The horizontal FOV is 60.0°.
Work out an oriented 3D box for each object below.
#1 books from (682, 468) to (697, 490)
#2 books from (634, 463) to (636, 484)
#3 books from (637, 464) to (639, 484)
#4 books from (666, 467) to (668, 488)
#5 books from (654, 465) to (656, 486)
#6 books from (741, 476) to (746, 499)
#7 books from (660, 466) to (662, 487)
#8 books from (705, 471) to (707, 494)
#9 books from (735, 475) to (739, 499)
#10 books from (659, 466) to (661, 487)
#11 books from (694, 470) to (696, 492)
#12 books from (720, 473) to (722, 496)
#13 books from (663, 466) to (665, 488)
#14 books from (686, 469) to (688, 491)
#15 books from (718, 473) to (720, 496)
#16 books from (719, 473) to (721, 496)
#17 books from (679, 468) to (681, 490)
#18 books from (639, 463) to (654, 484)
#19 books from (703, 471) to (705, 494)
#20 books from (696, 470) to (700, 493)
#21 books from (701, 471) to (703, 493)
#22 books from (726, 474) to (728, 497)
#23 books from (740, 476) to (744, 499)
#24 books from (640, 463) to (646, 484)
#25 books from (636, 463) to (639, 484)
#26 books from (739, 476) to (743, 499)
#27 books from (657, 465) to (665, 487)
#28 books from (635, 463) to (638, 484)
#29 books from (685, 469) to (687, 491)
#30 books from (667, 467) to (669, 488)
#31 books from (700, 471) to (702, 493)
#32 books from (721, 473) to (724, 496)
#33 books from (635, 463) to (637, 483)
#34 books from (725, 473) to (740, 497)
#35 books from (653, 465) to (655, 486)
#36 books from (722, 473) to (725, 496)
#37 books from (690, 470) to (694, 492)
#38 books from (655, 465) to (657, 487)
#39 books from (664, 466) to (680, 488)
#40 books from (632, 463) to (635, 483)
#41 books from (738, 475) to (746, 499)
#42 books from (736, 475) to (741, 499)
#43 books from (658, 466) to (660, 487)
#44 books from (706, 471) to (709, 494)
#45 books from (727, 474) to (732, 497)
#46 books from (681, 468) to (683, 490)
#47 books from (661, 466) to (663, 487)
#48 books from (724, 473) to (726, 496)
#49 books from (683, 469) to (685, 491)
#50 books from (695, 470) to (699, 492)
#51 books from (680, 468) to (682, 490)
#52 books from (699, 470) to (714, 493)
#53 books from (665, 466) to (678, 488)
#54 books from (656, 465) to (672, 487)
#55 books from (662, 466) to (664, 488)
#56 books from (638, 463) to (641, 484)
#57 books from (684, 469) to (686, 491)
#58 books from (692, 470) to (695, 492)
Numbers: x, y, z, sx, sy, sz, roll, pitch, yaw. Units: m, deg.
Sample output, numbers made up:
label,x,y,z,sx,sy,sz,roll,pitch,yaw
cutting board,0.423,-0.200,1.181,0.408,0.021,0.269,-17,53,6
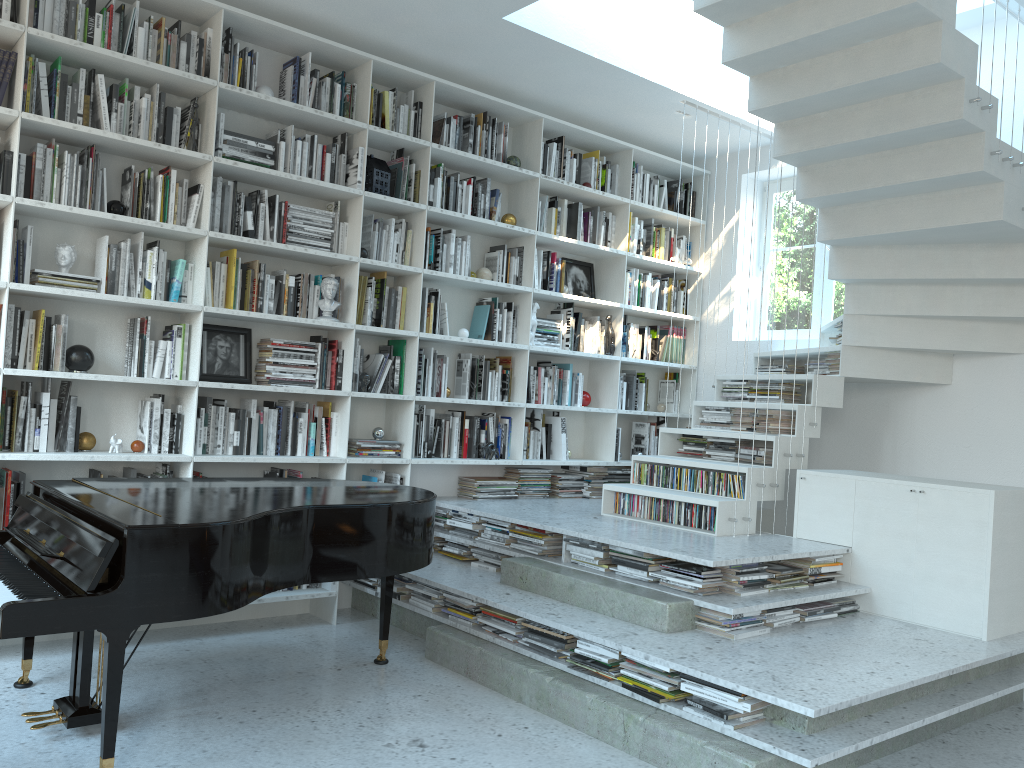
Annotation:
label,x,y,z,sx,sy,sz,roll,pitch,yaw
books,1.017,0.545,5.069,0.125,0.125,0.010,5,-1,-39
books,0.783,0.538,5.355,0.125,0.125,0.008,5,-1,-39
books,0.802,0.539,5.332,0.125,0.125,0.008,5,-1,-39
books,0.943,0.543,5.160,0.125,0.125,0.008,5,-1,-39
books,0.884,0.541,5.231,0.125,0.125,0.007,5,-1,-39
books,1.277,0.555,4.752,0.125,0.123,0.033,5,-1,-39
books,0.914,0.542,5.195,0.125,0.125,0.008,5,-1,-39
books,1.117,0.549,4.947,0.125,0.125,0.018,5,-1,-39
books,1.252,0.554,4.782,0.125,0.123,0.035,5,-1,-39
books,0.909,0.542,5.201,0.125,0.125,0.008,5,-1,-39
books,1.071,0.547,5.003,0.125,0.125,0.011,5,-1,-39
books,1.185,0.551,4.864,0.125,0.125,0.010,5,-1,-39
books,0.929,0.543,5.177,0.125,0.125,0.007,5,-1,-39
books,1.038,0.546,5.044,0.125,0.125,0.008,5,-1,-39
books,1.176,0.550,4.876,0.125,0.125,0.008,5,-1,-39
books,1.180,0.550,4.870,0.125,0.125,0.010,5,-1,-39
books,1.003,0.545,5.087,0.125,0.125,0.007,5,-1,-39
books,0.812,0.539,5.320,0.125,0.125,0.007,5,-1,-39
books,1.111,0.548,4.955,0.125,0.125,0.012,5,-1,-39
books,1.084,0.548,4.987,0.125,0.125,0.016,5,-1,-39
books,1.104,0.548,4.963,0.125,0.125,0.007,5,-1,-39
books,1.210,0.551,4.834,0.125,0.125,0.008,5,-1,-39
books,1.272,0.555,4.758,0.125,0.123,0.036,5,-1,-39
books,0.816,0.539,5.314,0.125,0.125,0.008,5,-1,-39
books,0.798,0.539,5.337,0.125,0.125,0.007,5,-1,-39
books,1.267,0.555,4.764,0.125,0.123,0.034,5,-1,-39
books,0.900,0.542,5.212,0.125,0.125,0.007,5,-1,-39
books,0.793,0.539,5.343,0.125,0.125,0.008,5,-1,-39
books,1.033,0.546,5.050,0.125,0.125,0.008,5,-1,-39
books,0.947,0.543,5.154,0.125,0.125,0.008,5,-1,-39
books,1.099,0.548,4.969,0.125,0.125,0.009,5,-1,-39
books,1.191,0.551,4.857,0.125,0.125,0.008,5,-1,-39
books,0.788,0.538,5.349,0.125,0.125,0.009,5,-1,-39
books,1.205,0.551,4.840,0.125,0.125,0.007,5,-1,-39
books,0.879,0.541,5.238,0.125,0.125,0.010,5,-1,-39
books,1.195,0.551,4.851,0.125,0.125,0.008,5,-1,-39
books,1.059,0.547,5.018,0.125,0.125,0.013,5,-1,-39
books,0.890,0.542,5.225,0.125,0.125,0.009,5,-1,-39
books,0.934,0.543,5.171,0.125,0.125,0.007,5,-1,-39
books,0.778,0.538,5.361,0.125,0.125,0.008,5,-1,-39
books,1.262,0.554,4.770,0.125,0.123,0.035,5,-1,-39
books,1.257,0.554,4.776,0.125,0.123,0.036,5,-1,-39
books,0.904,0.542,5.207,0.125,0.125,0.008,5,-1,-39
books,1.126,0.549,4.936,0.125,0.125,0.009,5,-1,-39
books,1.216,0.551,4.826,0.125,0.125,0.011,5,-1,-39
books,1.012,0.545,5.075,0.125,0.125,0.007,5,-1,-39
books,0.919,0.542,5.189,0.125,0.125,0.008,5,-1,-39
books,1.200,0.551,4.846,0.125,0.125,0.008,5,-1,-39
books,1.023,0.546,5.061,0.125,0.125,0.008,5,-1,-39
books,1.077,0.547,4.995,0.125,0.125,0.009,5,-1,-39
books,1.008,0.545,5.081,0.125,0.125,0.007,5,-1,-39
books,1.094,0.548,4.976,0.125,0.125,0.013,5,-1,-39
books,0.938,0.543,5.165,0.125,0.125,0.007,5,-1,-39
books,0.894,0.542,5.219,0.125,0.125,0.009,5,-1,-39
books,0.924,0.543,5.183,0.125,0.125,0.008,5,-1,-39
books,0.807,0.539,5.326,0.125,0.125,0.009,5,-1,-39
books,1.029,0.546,5.055,0.125,0.125,0.008,5,-1,-39
books,1.065,0.547,5.011,0.125,0.125,0.009,5,-1,-39
